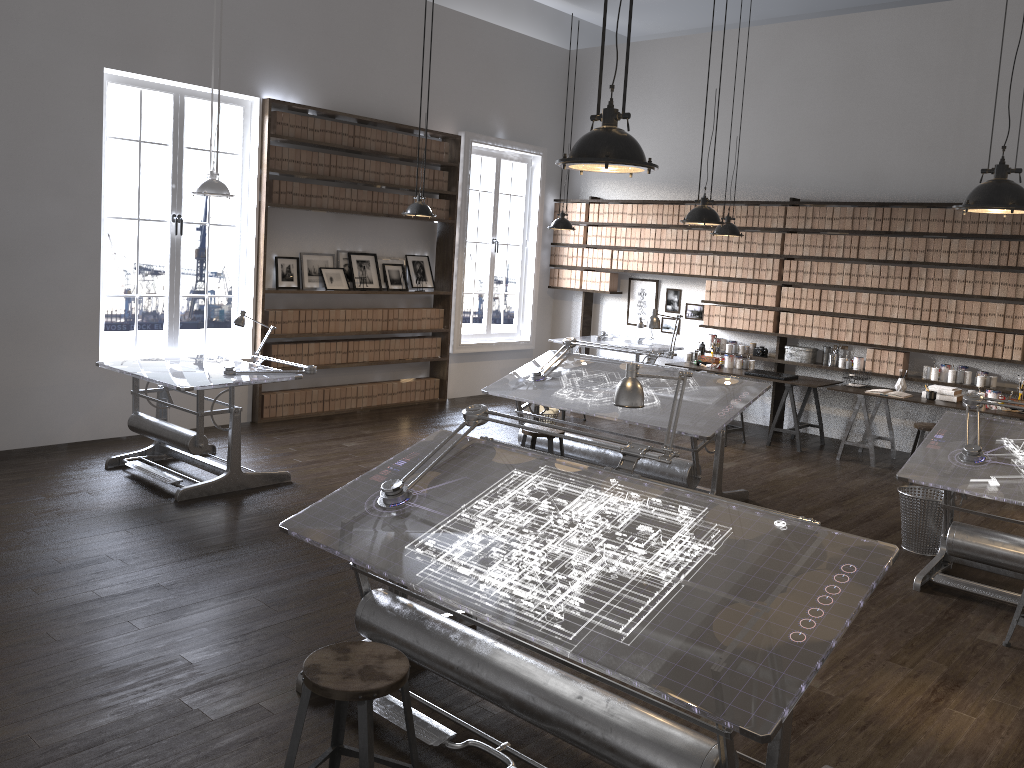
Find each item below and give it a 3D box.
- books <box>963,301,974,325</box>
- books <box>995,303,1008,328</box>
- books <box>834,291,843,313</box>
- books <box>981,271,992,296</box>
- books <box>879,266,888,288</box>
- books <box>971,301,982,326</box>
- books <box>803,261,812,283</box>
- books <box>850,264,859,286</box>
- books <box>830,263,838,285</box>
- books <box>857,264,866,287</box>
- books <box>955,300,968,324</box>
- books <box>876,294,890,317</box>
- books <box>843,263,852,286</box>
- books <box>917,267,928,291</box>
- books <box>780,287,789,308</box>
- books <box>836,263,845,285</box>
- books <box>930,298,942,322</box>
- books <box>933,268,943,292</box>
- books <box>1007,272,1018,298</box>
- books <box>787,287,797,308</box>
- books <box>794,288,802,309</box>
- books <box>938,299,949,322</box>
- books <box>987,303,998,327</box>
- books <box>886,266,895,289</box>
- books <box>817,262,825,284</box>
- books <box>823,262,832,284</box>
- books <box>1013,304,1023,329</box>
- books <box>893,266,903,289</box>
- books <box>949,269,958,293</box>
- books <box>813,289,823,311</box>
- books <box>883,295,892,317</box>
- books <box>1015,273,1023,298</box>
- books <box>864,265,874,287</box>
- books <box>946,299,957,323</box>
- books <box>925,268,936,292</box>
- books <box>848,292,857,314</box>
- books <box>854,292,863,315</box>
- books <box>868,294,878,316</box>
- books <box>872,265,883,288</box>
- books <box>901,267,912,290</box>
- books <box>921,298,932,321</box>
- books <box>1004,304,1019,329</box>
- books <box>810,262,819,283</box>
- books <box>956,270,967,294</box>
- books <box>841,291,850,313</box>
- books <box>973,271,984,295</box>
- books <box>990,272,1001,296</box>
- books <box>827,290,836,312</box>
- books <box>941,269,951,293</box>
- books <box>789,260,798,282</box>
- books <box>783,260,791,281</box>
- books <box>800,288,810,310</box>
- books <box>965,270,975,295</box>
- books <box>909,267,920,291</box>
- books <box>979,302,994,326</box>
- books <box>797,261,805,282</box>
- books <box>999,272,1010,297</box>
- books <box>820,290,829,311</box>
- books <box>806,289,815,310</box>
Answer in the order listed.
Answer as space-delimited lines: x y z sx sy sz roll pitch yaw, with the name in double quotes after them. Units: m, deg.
4.198 -0.647 8.104 0.067 0.224 0.175 9 8 41 "books"
4.392 -0.609 7.928 0.067 0.224 0.175 9 8 41 "books"
3.306 -0.820 8.890 0.067 0.224 0.175 9 8 41 "books"
4.309 -0.904 7.997 0.067 0.224 0.175 9 8 41 "books"
3.632 -1.033 8.583 0.067 0.224 0.175 9 8 41 "books"
4.245 -0.637 8.056 0.067 0.224 0.175 9 8 41 "books"
3.063 -1.144 9.088 0.067 0.224 0.175 9 8 41 "books"
3.424 -1.074 8.774 0.067 0.224 0.175 9 8 41 "books"
3.270 -1.104 8.909 0.067 0.224 0.175 9 8 41 "books"
3.477 -1.064 8.729 0.067 0.224 0.175 9 8 41 "books"
4.145 -0.658 8.151 0.067 0.224 0.175 9 8 41 "books"
3.612 -0.761 8.620 0.067 0.224 0.175 9 8 41 "books"
3.369 -1.084 8.817 0.067 0.224 0.175 9 8 41 "books"
3.894 -0.983 8.355 0.067 0.224 0.175 9 8 41 "books"
2.883 -0.901 9.259 0.067 0.224 0.175 9 8 41 "books"
3.316 -1.095 8.866 0.067 0.224 0.175 9 8 41 "books"
3.980 -0.689 8.290 0.067 0.224 0.175 9 8 41 "books"
4.003 -0.963 8.265 0.067 0.224 0.175 9 8 41 "books"
4.459 -0.873 7.854 0.067 0.224 0.175 9 8 41 "books"
2.935 -0.891 9.209 0.067 0.224 0.175 9 8 41 "books"
2.989 -0.880 9.162 0.067 0.224 0.175 9 8 41 "books"
4.040 -0.678 8.245 0.067 0.224 0.175 9 8 41 "books"
4.343 -0.619 7.973 0.067 0.224 0.175 9 8 41 "books"
3.683 -1.024 8.545 0.067 0.224 0.175 9 8 41 "books"
3.171 -1.124 8.998 0.067 0.224 0.175 9 8 41 "books"
3.218 -1.113 8.949 0.067 0.224 0.175 9 8 41 "books"
4.500 -0.589 7.840 0.067 0.224 0.175 9 8 41 "books"
3.733 -1.015 8.503 0.067 0.224 0.175 9 8 41 "books"
4.102 -0.943 8.176 0.067 0.224 0.175 9 8 41 "books"
3.141 -0.851 9.029 0.067 0.224 0.175 9 8 41 "books"
3.665 -0.751 8.575 0.067 0.224 0.175 9 8 41 "books"
4.509 -0.864 7.816 0.067 0.224 0.175 9 8 41 "books"
3.527 -1.054 8.681 0.067 0.224 0.175 9 8 41 "books"
4.090 -0.668 8.195 0.067 0.224 0.175 9 8 41 "books"
3.950 -0.973 8.312 0.067 0.224 0.175 9 8 41 "books"
3.405 -0.800 8.795 0.067 0.224 0.175 9 8 41 "books"
3.458 -0.790 8.755 0.067 0.224 0.175 9 8 41 "books"
3.557 -0.771 8.663 0.067 0.224 0.175 9 8 41 "books"
3.579 -1.043 8.630 0.067 0.224 0.175 9 8 41 "books"
3.785 -1.004 8.451 0.067 0.224 0.175 9 8 41 "books"
3.929 -0.700 8.343 0.067 0.224 0.175 9 8 41 "books"
4.447 -0.599 7.885 0.067 0.224 0.175 9 8 41 "books"
3.118 -1.134 9.044 0.067 0.224 0.175 9 8 41 "books"
4.148 -0.934 8.134 0.067 0.224 0.175 9 8 41 "books"
3.359 -0.810 8.844 0.067 0.224 0.175 9 8 41 "books"
4.255 -0.913 8.041 0.067 0.224 0.175 9 8 41 "books"
4.358 -0.893 7.948 0.067 0.224 0.175 9 8 41 "books"
3.251 -0.830 8.934 0.067 0.224 0.175 9 8 41 "books"
4.049 -0.952 8.216 0.067 0.224 0.175 9 8 41 "books"
2.953 -1.165 9.183 0.067 0.224 0.175 9 8 41 "books"
2.902 -1.176 9.236 0.067 0.224 0.175 9 8 41 "books"
3.039 -0.872 9.123 0.067 0.224 0.175 9 8 41 "books"
4.200 -0.923 8.085 0.067 0.224 0.175 9 8 41 "books"
3.844 -0.993 8.405 0.067 0.224 0.175 9 8 41 "books"
4.298 -0.628 8.015 0.067 0.224 0.175 9 8 41 "books"
3.013 -1.154 9.138 0.067 0.224 0.175 9 8 41 "books"
4.410 -0.883 7.898 0.067 0.224 0.175 9 8 41 "books"
3.201 -0.841 8.984 0.067 0.224 0.175 9 8 41 "books"
3.090 -0.862 9.082 0.067 0.224 0.175 9 8 41 "books"
